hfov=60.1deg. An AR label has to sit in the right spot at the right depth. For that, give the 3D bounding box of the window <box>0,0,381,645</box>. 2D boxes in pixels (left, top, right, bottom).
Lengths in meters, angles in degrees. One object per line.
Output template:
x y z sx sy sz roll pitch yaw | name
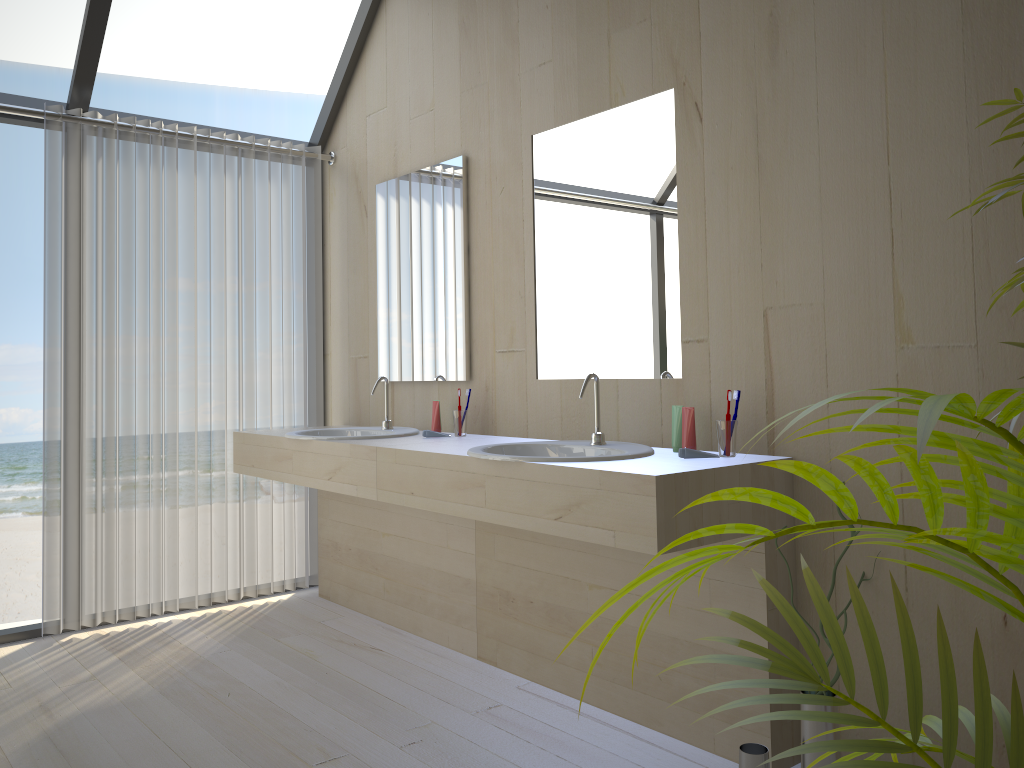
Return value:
-2.511 -0.388 2.666 4.560 2.820 0.743 -1 -2 -39 | window

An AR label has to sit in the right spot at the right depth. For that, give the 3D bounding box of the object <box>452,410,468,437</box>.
-0.192 0.147 3.285 0.058 0.100 0.058 0 -2 -32 | object

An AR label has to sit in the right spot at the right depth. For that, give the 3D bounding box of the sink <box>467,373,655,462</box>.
0.135 0.179 2.550 0.504 0.420 0.573 -1 -1 -36 | sink

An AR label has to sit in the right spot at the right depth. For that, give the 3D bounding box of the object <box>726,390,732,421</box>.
0.570 0.104 2.325 0.012 0.178 0.050 -1 -2 0 | object

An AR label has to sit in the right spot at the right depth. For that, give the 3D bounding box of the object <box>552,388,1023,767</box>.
0.486 0.410 0.658 0.916 1.160 0.749 -1 -2 -6 | object

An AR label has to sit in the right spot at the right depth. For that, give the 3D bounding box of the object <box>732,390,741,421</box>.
0.586 0.105 2.358 0.054 0.176 0.012 -1 -3 -14 | object

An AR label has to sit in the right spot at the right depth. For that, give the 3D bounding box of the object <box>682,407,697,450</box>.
0.478 0.130 2.392 0.039 0.135 0.039 -1 -2 2 | object

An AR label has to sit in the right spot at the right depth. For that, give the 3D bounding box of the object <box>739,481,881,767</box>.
0.714 0.607 2.089 0.273 0.751 0.406 -3 -3 39 | object

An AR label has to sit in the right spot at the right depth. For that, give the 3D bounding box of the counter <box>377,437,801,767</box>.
0.158 0.594 2.588 0.550 0.792 1.203 0 -1 -39 | counter

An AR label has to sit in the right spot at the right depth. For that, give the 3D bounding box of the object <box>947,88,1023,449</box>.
1.033 0.105 1.176 0.787 1.761 0.933 -1 -2 -14 | object

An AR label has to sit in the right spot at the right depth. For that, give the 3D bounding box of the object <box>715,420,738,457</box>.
0.571 0.146 2.353 0.058 0.100 0.058 0 -2 -29 | object

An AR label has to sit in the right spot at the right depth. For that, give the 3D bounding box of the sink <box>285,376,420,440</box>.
-0.628 0.181 3.483 0.504 0.420 0.573 -1 -1 -36 | sink

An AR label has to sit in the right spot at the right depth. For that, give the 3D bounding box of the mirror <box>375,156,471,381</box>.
-0.382 -0.447 3.657 0.023 0.870 0.652 1 -2 -39 | mirror

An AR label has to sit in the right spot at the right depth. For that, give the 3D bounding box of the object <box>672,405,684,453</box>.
0.471 0.128 2.506 0.039 0.135 0.039 -1 -2 2 | object

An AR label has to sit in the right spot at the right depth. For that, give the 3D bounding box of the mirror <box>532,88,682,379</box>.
0.295 -0.449 2.873 0.023 0.870 0.652 1 -2 -39 | mirror

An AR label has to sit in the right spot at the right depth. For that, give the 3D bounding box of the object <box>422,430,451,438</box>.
-0.276 0.181 3.243 0.104 0.029 0.032 -1 -1 1 | object

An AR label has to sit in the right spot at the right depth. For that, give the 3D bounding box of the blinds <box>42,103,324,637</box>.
-1.373 -0.084 3.824 1.182 2.076 0.084 0 -3 -39 | blinds

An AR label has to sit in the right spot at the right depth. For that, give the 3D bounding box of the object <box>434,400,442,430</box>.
-0.292 0.130 3.439 0.039 0.135 0.038 -1 -2 9 | object

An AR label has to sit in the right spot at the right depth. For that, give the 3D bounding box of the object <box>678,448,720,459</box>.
0.487 0.180 2.310 0.104 0.029 0.032 -1 -1 1 | object

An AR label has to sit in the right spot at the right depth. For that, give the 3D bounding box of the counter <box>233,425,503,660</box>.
-0.605 0.595 3.520 0.550 0.792 1.203 0 -1 -39 | counter

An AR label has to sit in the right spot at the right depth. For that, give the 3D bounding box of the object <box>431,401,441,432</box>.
-0.285 0.131 3.325 0.039 0.135 0.038 -1 -2 9 | object

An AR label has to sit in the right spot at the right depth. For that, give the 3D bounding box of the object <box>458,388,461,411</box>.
-0.193 0.105 3.258 0.012 0.178 0.050 -1 -2 0 | object

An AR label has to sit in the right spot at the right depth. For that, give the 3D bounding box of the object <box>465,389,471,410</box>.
-0.177 0.106 3.291 0.054 0.176 0.012 -1 -3 -14 | object
